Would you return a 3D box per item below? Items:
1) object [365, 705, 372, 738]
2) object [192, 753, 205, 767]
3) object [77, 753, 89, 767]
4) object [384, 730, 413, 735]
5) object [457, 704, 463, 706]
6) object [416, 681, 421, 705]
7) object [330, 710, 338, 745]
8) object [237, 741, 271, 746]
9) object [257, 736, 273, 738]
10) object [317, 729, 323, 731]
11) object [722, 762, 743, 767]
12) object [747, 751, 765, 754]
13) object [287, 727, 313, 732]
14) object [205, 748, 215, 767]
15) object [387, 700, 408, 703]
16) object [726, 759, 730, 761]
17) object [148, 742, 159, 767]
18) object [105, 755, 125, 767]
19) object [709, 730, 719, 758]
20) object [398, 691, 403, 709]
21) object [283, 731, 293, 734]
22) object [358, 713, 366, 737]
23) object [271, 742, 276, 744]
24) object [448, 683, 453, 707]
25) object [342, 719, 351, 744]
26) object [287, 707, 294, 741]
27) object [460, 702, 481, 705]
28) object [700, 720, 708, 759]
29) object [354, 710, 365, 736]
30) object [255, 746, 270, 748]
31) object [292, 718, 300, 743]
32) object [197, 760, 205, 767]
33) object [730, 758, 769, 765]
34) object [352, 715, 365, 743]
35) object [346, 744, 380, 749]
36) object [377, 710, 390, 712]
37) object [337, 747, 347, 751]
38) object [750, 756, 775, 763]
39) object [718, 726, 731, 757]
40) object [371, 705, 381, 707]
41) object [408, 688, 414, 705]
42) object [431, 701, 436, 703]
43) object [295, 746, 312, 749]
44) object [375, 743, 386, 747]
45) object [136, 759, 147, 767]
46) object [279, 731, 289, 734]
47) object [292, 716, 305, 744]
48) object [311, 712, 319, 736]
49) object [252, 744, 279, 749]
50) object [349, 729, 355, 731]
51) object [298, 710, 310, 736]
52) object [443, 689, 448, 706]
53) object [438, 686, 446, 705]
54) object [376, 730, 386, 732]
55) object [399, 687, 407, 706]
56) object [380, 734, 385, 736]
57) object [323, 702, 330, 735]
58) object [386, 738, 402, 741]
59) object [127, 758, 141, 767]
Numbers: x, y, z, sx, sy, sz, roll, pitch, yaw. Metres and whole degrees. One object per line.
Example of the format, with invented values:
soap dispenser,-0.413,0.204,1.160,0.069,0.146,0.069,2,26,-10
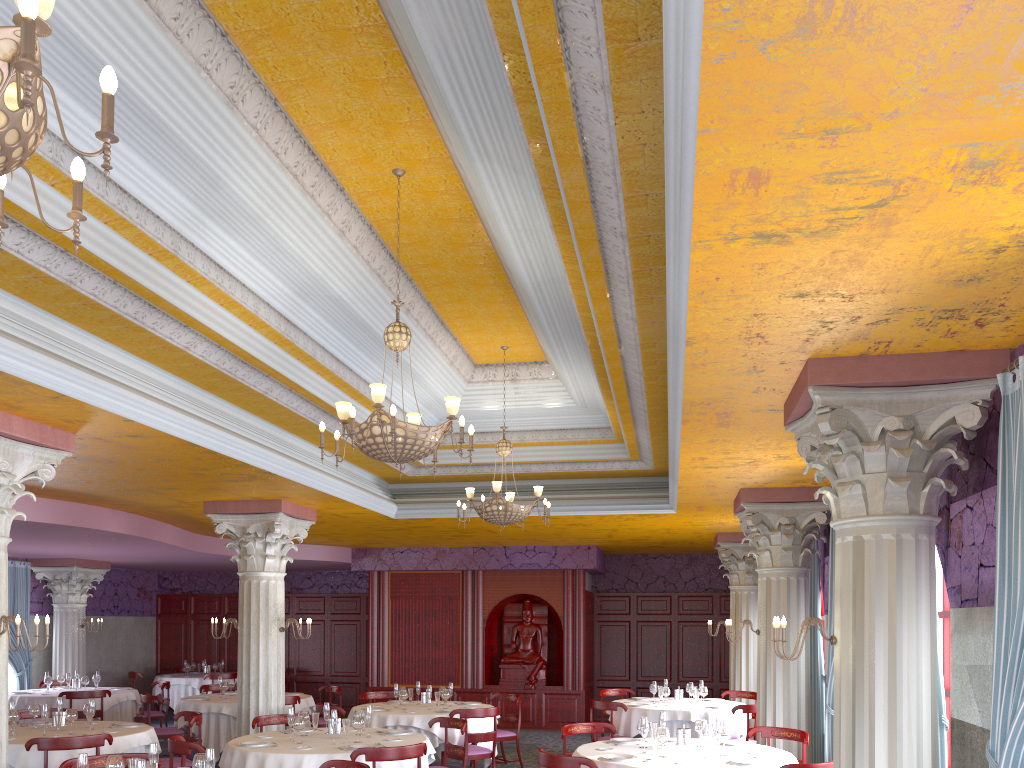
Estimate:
object,-1.463,3.443,8.737,0.074,0.331,0.074,1,-1,-21
object,-2.152,2.697,5.934,0.122,0.261,0.124,-1,-4,24
object,-2.755,2.538,5.497,0.074,0.331,0.074,1,-2,-43
object,-1.201,3.687,9.058,0.318,0.024,0.320,-13,-20,39
object,-0.741,4.563,12.180,0.030,0.010,0.142,8,-17,-30
object,-1.340,4.421,12.252,0.074,0.331,0.074,1,-2,-43
object,-1.714,3.308,8.255,0.074,0.331,0.074,1,-2,-43
object,-2.460,3.439,8.183,0.313,0.024,0.324,-3,-16,10
object,-2.520,3.600,8.733,0.160,0.009,0.163,9,-18,-28
object,-2.104,3.767,9.336,0.028,0.013,0.238,9,-17,-33
object,1.837,3.168,7.136,0.028,0.013,0.238,9,-17,-33
object,2.213,3.351,7.782,0.160,0.009,0.163,9,-18,-28
object,-2.268,3.737,9.250,0.313,0.024,0.324,3,-16,-9
object,-2.020,2.604,5.728,0.074,0.331,0.074,1,-2,-43
object,-1.663,4.646,12.513,0.318,0.024,0.320,13,-20,-38
object,1.860,3.233,7.366,0.140,0.010,0.030,10,-17,-32
object,-2.503,2.673,5.980,0.074,0.331,0.074,1,-2,-43
object,-2.710,2.671,5.848,0.122,0.261,0.124,-1,-4,24
object,1.780,3.176,7.565,0.086,0.234,0.087,1,-2,-9
object,-1.513,4.306,11.668,0.086,0.234,0.087,1,-2,-9
object,-2.390,3.713,9.126,0.022,0.003,0.259,10,-19,-33
object,-1.542,3.519,8.838,0.086,0.234,0.087,0,-2,13
object,-2.315,3.486,8.324,0.030,0.010,0.142,8,-17,-30
object,-0.858,4.352,12.000,0.074,0.331,0.074,1,-2,-43
object,-1.613,3.379,8.334,0.086,0.234,0.086,-1,-3,35
object,-2.197,3.376,8.506,0.074,0.331,0.074,0,-1,2
object,-0.596,4.596,12.321,0.313,0.024,0.324,3,-16,-9
object,1.679,3.105,7.486,0.074,0.331,0.074,1,-2,-43
object,-1.594,3.535,8.944,0.122,0.261,0.124,-1,-4,24
object,-2.336,3.417,8.061,0.256,0.003,0.022,11,-19,-35
object,-2.118,3.397,8.404,0.086,0.234,0.086,-1,-3,35
object,-2.100,2.681,5.829,0.086,0.234,0.086,2,-3,-32
object,2.000,3.187,7.222,0.313,0.024,0.324,-3,-16,10
object,-1.508,3.380,8.385,0.122,0.261,0.124,1,-4,-21
object,-1.393,3.389,7.991,0.313,0.024,0.324,-3,-16,10
object,-1.708,4.309,11.294,0.259,0.019,0.056,9,-17,-30
object,-1.556,3.371,7.905,0.028,0.013,0.238,9,-17,-33
object,2.153,3.231,7.369,0.055,0.019,0.264,8,-17,-28
object,1.886,3.178,7.616,0.122,0.261,0.124,1,-4,-21
object,-1.915,4.509,11.996,0.160,0.009,0.163,9,-18,-28
object,-1.442,4.447,12.172,0.086,0.234,0.086,-1,-3,35
object,-1.155,4.672,12.574,0.161,0.009,0.162,13,-20,-38
object,-1.941,3.390,7.972,0.161,0.009,0.162,13,-20,-38
object,-1.240,3.433,8.138,0.055,0.019,0.264,8,-17,-28
object,-2.272,2.469,5.245,0.074,0.331,0.074,1,-2,-43
object,-2.420,3.697,9.102,0.055,0.019,0.264,8,-17,-28
object,-2.066,3.355,8.299,0.122,0.261,0.124,0,-3,2
object,-2.047,3.537,8.909,0.086,0.234,0.087,0,-2,13
object,-2.312,3.400,8.030,0.259,0.019,0.056,9,-17,-30
object,-1.760,3.763,9.311,0.159,0.009,0.164,-3,-16,10
object,-2.152,3.510,8.858,0.122,0.261,0.124,1,-4,-21
object,-0.938,4.429,12.101,0.086,0.234,0.087,0,-2,13
object,-0.989,4.445,12.207,0.122,0.261,0.124,0,-3,2
object,-1.348,3.731,9.210,0.259,0.019,0.056,9,-17,-30
object,-1.547,4.419,12.121,0.122,0.261,0.124,0,-3,2
object,-1.345,3.654,8.917,0.030,0.010,0.142,8,-17,-30
object,-1.945,3.511,8.989,0.074,0.331,0.074,1,-2,-43
object,-1.181,3.553,8.551,0.161,0.009,0.162,13,-20,-38
object,-2.605,2.699,5.899,0.086,0.234,0.087,0,-2,13
